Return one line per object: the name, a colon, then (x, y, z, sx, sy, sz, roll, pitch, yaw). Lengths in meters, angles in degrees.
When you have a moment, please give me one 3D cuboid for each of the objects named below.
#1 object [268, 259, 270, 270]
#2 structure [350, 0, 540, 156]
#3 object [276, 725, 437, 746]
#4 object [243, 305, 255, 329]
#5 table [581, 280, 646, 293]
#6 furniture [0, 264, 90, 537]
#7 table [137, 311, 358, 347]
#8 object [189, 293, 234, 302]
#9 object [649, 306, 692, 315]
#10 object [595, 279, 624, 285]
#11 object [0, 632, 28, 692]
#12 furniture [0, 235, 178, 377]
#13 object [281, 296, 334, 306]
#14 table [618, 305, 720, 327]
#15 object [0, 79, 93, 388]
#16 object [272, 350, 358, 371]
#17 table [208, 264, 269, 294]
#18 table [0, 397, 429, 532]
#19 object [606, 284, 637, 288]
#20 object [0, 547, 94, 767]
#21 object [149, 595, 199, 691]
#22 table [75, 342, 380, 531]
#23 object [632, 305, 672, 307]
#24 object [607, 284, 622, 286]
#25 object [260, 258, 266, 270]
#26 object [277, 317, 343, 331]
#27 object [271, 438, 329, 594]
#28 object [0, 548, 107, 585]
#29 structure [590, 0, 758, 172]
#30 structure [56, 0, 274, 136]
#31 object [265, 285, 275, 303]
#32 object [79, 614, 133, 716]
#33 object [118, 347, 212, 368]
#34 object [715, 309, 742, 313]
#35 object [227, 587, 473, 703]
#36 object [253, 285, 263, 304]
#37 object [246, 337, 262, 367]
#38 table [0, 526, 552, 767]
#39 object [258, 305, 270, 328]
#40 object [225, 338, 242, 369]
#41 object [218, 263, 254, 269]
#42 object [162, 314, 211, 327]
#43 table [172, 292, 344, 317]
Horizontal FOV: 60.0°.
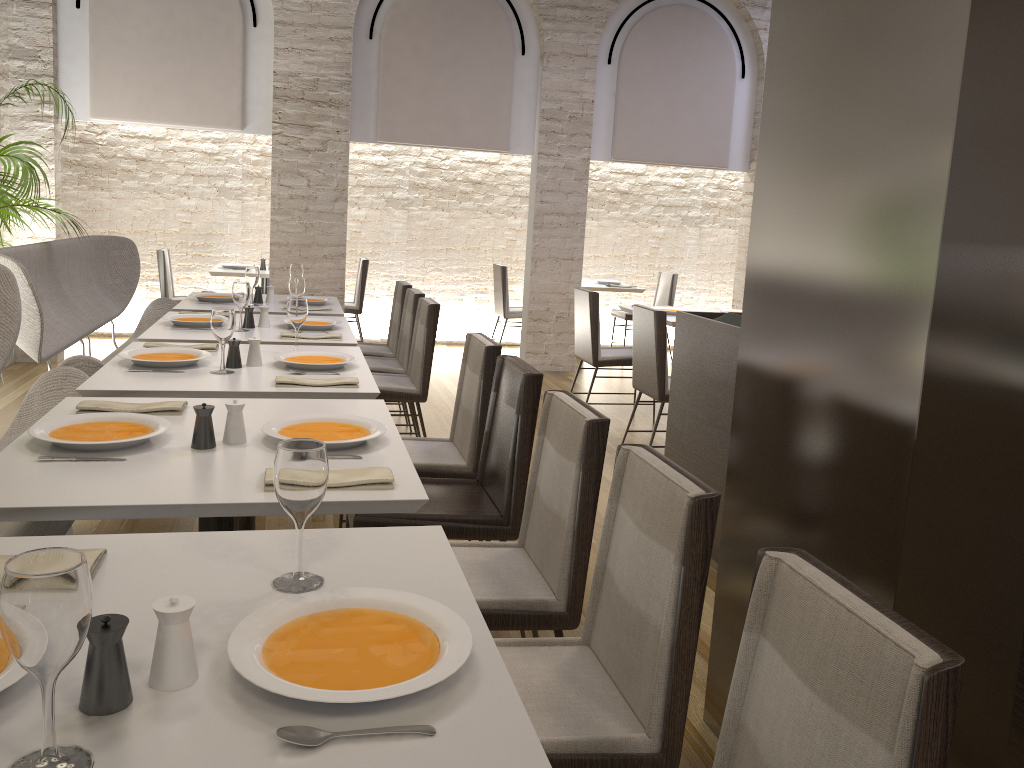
object: (-2.229, -1.109, 8.200, 0.059, 0.109, 0.060, 2, 9, -12)
structure: (-0.547, -2.876, 7.615, 1.633, 1.665, 0.098, 1, 9, -14)
object: (-0.176, 0.398, 1.012, 0.181, 0.015, 0.038, 1, 10, -13)
object: (-1.278, -0.328, 4.305, 0.059, 0.109, 0.060, 7, 9, 21)
table: (0.708, -0.649, 9.022, 0.936, 0.755, 1.017, 1, 10, -14)
furniture: (-1.316, 0.485, 1.379, 0.708, 1.090, 4.505, 1, 11, -14)
table: (-1.292, 0.086, 4.440, 0.936, 0.755, 1.017, 1, 10, -14)
object: (-1.801, -0.525, 5.412, 0.322, 0.036, 0.323, 8, 11, 23)
object: (1.111, -0.516, 6.286, 0.322, 0.036, 0.323, 10, 12, 31)
object: (0.990, -1.033, 9.027, 0.322, 0.036, 0.323, 7, 11, 21)
object: (-0.735, 0.348, 1.060, 0.322, 0.036, 0.323, -4, 13, -35)
furniture: (-2.180, -0.224, 4.908, 0.707, 1.090, 2.602, 1, 10, -14)
object: (-1.279, -0.518, 5.539, 0.322, 0.036, 0.323, 8, 11, 23)
table: (1.352, -0.124, 6.409, 0.936, 0.755, 1.017, 1, 10, -14)
object: (-2.877, -0.649, 4.644, 1.146, 1.963, 1.194, -2, 11, -33)
object: (-0.752, -0.086, 3.386, 0.322, 0.036, 0.323, 8, 11, 23)
table: (-2.301, -0.687, 8.274, 0.936, 0.755, 1.017, 1, 10, -14)
table: (-0.770, 0.514, 2.307, 0.936, 0.755, 1.017, 1, 10, -14)
object: (1.072, -0.957, 8.682, 0.273, 0.033, 0.143, 1, 11, -14)
object: (-0.477, 0.291, 0.911, 0.087, 0.229, 0.086, 8, 10, 28)
object: (-0.423, 0.318, 1.109, 0.059, 0.109, 0.060, 0, 9, -22)
table: (-1.033, 0.299, 3.380, 0.936, 0.755, 1.017, 1, 10, -14)
object: (1.048, -0.574, 6.620, 0.273, 0.033, 0.143, 1, 11, -14)
object: (1.028, -0.990, 8.851, 0.181, 0.015, 0.038, 1, 10, -13)
object: (-2.286, -1.101, 8.140, 0.059, 0.109, 0.060, 2, 9, -12)
object: (-1.011, -0.298, 4.445, 0.322, 0.036, 0.323, 8, 11, 23)
object: (-0.337, 0.207, 1.408, 0.087, 0.229, 0.086, 8, 10, 28)
object: (-0.799, 0.290, 1.393, 0.273, 0.033, 0.143, 1, 11, -14)
structure: (1.510, -2.850, 8.126, 1.633, 1.665, 0.098, 1, 9, -14)
structure: (-2.741, -2.904, 7.070, 1.633, 1.665, 0.098, 1, 9, -14)
object: (-1.488, -0.555, 5.461, 0.059, 0.109, 0.060, 7, 9, 21)
object: (-0.480, 0.326, 1.048, 0.059, 0.109, 0.060, 0, 9, -22)
object: (-1.274, -0.093, 3.258, 0.322, 0.036, 0.323, 8, 11, 23)
object: (1.633, -0.509, 6.414, 0.322, 0.036, 0.323, 10, 12, 31)
object: (-0.213, 0.355, 1.188, 0.322, 0.036, 0.323, -4, 13, -35)
object: (-1.546, -0.547, 5.400, 0.059, 0.109, 0.060, 7, 9, 21)
object: (-0.961, -0.123, 3.307, 0.059, 0.109, 0.060, 7, 9, 21)
table: (-0.495, 0.740, 1.183, 0.936, 0.755, 1.017, 1, 10, -14)
object: (-1.220, -0.335, 4.366, 0.059, 0.109, 0.060, 7, 9, 21)
object: (-1.018, -0.115, 3.246, 0.059, 0.109, 0.060, 7, 9, 21)
object: (-2.541, -1.079, 8.152, 0.322, 0.036, 0.323, 7, 11, 21)
object: (-1.533, -0.305, 4.317, 0.322, 0.036, 0.323, 8, 11, 23)
table: (-1.560, -0.133, 5.534, 0.936, 0.755, 1.017, 1, 10, -14)
